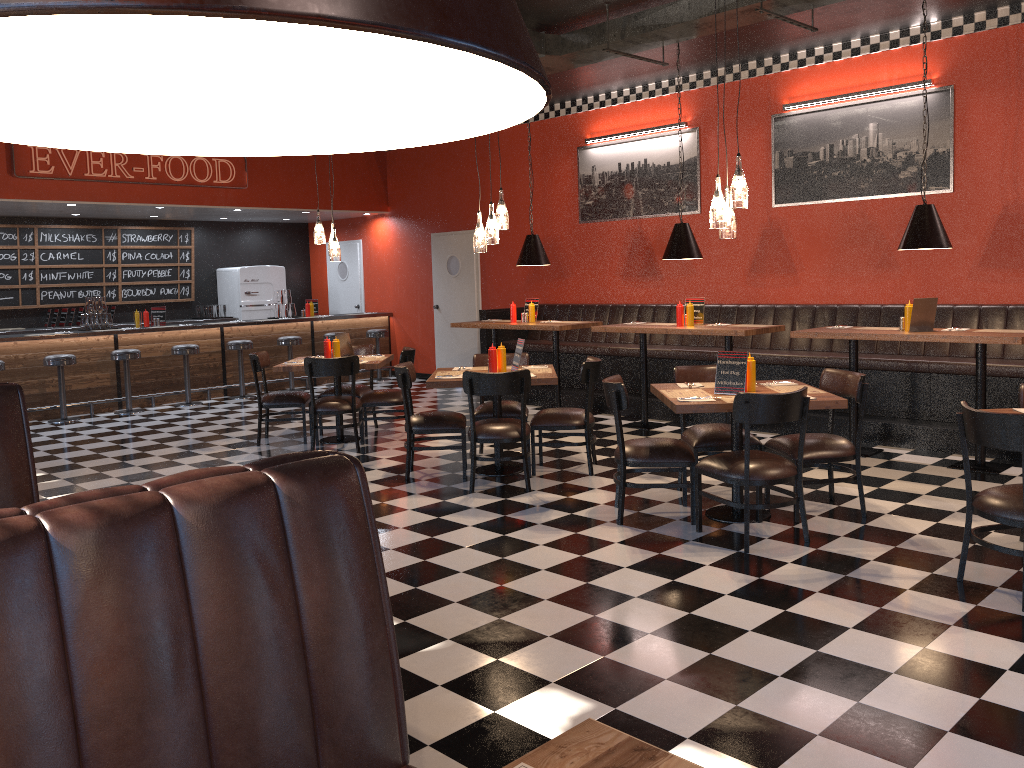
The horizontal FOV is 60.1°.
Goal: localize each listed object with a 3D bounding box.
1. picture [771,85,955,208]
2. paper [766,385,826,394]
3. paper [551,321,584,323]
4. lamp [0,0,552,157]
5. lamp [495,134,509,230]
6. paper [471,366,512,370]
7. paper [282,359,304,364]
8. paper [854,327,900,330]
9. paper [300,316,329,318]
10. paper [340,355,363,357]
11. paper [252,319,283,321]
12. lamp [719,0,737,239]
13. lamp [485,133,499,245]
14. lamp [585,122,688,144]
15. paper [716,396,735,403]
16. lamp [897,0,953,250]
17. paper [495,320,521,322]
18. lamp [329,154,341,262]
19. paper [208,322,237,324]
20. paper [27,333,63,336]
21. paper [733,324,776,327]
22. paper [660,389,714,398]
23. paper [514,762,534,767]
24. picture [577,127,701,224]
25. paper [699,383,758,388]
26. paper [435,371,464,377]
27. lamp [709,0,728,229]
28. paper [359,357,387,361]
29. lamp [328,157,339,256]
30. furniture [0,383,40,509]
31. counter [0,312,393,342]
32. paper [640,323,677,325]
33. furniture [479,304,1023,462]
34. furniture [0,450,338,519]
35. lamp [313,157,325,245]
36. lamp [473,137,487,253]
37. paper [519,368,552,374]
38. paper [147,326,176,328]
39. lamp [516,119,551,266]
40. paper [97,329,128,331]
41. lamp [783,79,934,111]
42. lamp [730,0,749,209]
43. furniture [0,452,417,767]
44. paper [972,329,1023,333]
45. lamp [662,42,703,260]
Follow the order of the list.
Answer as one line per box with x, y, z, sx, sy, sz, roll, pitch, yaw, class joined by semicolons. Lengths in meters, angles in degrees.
3.303;-2.234;8.496;0.023;0.936;1.772;-6;8;-44;picture
1.732;0.034;5.421;0.261;0.001;0.367;-2;7;0;paper
0.627;-0.667;9.573;0.262;0.001;0.366;-8;9;-42;paper
-0.201;-1.171;0.427;0.382;2.037;0.383;-1;5;4;lamp
-0.105;-2.167;6.772;0.108;1.959;0.109;0;5;18;lamp
-0.160;-0.131;7.255;0.365;0.001;0.262;-2;7;-1;paper
-2.007;-0.216;8.430;0.261;0.001;0.367;-2;7;1;paper
3.000;-0.452;7.208;0.262;0.001;0.366;-8;9;-42;paper
-2.951;-0.994;13.162;0.366;0.001;0.261;-8;10;-43;paper
-1.682;-0.267;8.760;0.365;0.001;0.262;-1;7;3;paper
-3.488;-0.913;12.644;0.366;0.001;0.261;-8;10;-43;paper
1.292;-1.865;5.352;0.108;1.959;0.108;-5;5;-33;lamp
-0.179;-2.040;6.676;0.108;1.959;0.109;-2;4;-2;lamp
1.421;-2.913;10.302;0.081;0.056;1.446;-8;9;-44;lamp
1.390;0.084;5.105;0.365;0.001;0.262;-2;7;-1;paper
3.099;-2.038;6.641;0.382;2.037;0.383;-2;5;-3;lamp
-0.042;-0.730;10.262;0.262;0.001;0.366;-8;9;-42;paper
-1.697;-2.130;8.289;0.108;1.959;0.109;-2;4;2;lamp
-3.986;-0.832;12.107;0.261;0.001;0.366;4;9;41;paper
-5.586;-0.592;10.570;0.366;0.001;0.261;-8;10;-43;paper
2.182;-0.530;8.051;0.262;0.001;0.366;-8;9;-42;paper
1.062;0.057;5.410;0.261;0.001;0.367;-2;7;0;paper
-0.012;0.614;1.150;0.261;0.001;0.366;5;9;42;paper
1.448;-2.406;10.375;0.023;0.936;1.772;-6;8;-44;picture
1.381;0.006;5.745;0.365;0.001;0.262;-2;7;2;paper
-0.461;-0.081;6.925;0.261;0.001;0.367;-2;7;-1;paper
1.212;-1.909;5.252;0.108;1.959;0.109;1;5;27;lamp
-1.337;-0.237;8.429;0.261;0.001;0.367;-2;7;1;paper
-1.733;-2.203;8.403;0.108;1.959;0.109;1;5;32;lamp
-2.400;0.675;2.881;1.714;1.150;0.707;-8;8;-44;furniture
-4.620;-0.737;11.714;7.060;0.050;0.676;-9;10;-44;counter
1.487;-0.590;8.723;0.262;0.001;0.366;-8;9;-42;paper
3.072;-0.148;8.185;1.107;1.145;8.769;-7;9;-44;furniture
-1.219;0.785;1.683;1.714;1.150;0.707;-8;8;-44;furniture
-1.860;-2.305;8.352;0.108;1.959;0.109;2;6;37;lamp
-0.273;-1.988;6.758;0.108;1.959;0.108;-5;5;-33;lamp
0.180;-0.103;6.939;0.261;0.001;0.367;-2;7;1;paper
-4.545;-0.747;11.564;0.366;0.001;0.261;-8;10;-43;paper
0.200;-2.307;9.578;0.382;2.037;0.383;-2;5;-3;lamp
-5.040;-0.673;11.087;0.366;0.001;0.261;-8;10;-43;paper
3.261;-2.743;8.439;0.081;0.056;1.446;-8;9;-44;lamp
1.314;-2.015;5.166;0.108;1.959;0.109;-2;4;2;lamp
-0.723;0.831;1.181;1.714;1.150;0.707;-8;8;-44;furniture
3.648;-0.392;6.555;0.262;0.001;0.366;-8;9;-42;paper
1.560;-2.181;8.200;0.382;2.037;0.383;-2;5;-3;lamp
